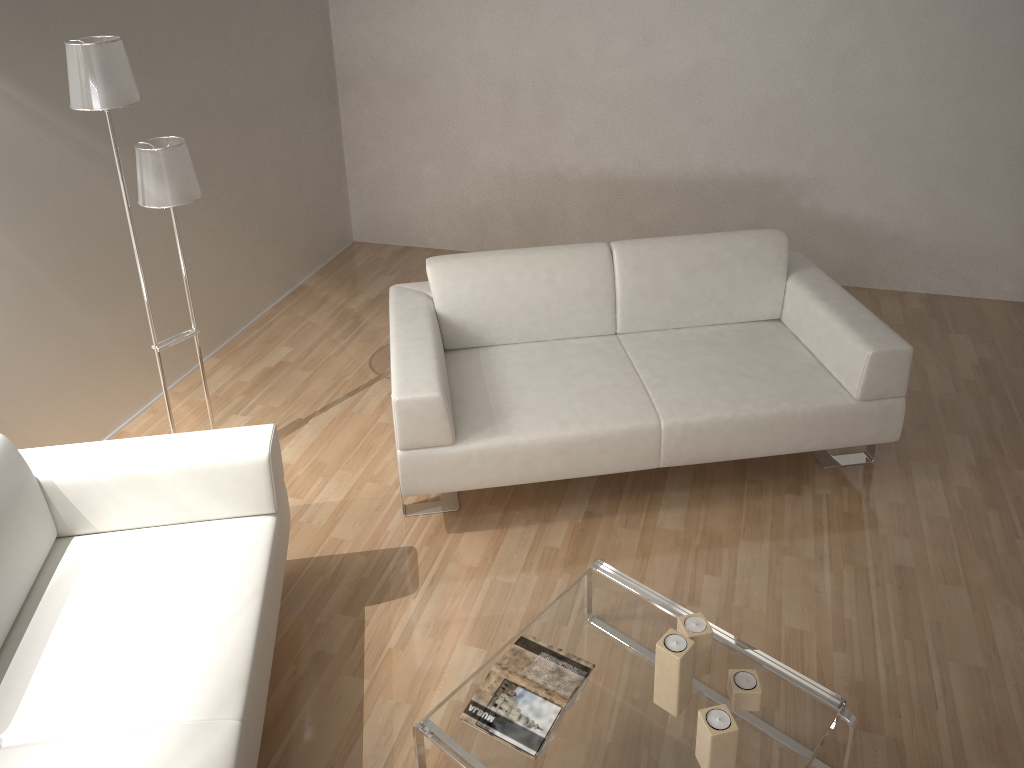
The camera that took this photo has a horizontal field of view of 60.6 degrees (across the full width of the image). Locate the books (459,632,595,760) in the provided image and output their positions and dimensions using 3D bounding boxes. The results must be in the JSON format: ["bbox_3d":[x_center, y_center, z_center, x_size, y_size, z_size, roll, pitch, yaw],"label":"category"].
[{"bbox_3d":[0.042,0.732,2.084,0.207,0.053,0.306,15,33,28],"label":"books"}]

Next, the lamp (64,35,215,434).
[{"bbox_3d":[-1.204,-0.361,3.035,0.213,1.573,0.379,15,29,34],"label":"lamp"}]

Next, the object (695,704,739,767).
[{"bbox_3d":[0.445,0.773,1.901,0.067,0.142,0.071,-7,25,-11],"label":"object"}]

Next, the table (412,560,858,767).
[{"bbox_3d":[0.292,0.876,2.109,0.816,0.235,0.726,22,37,37],"label":"table"}]

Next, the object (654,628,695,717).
[{"bbox_3d":[0.378,0.669,2.045,0.069,0.185,0.069,19,31,38],"label":"object"}]

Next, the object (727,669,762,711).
[{"bbox_3d":[0.549,0.717,2.067,0.067,0.070,0.071,-1,26,2],"label":"object"}]

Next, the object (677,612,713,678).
[{"bbox_3d":[0.446,0.635,2.144,0.067,0.142,0.071,-7,25,-11],"label":"object"}]

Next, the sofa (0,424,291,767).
[{"bbox_3d":[-1.027,0.787,1.870,0.907,0.696,1.893,-5,29,-6],"label":"sofa"}]

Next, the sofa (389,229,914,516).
[{"bbox_3d":[0.439,-0.093,3.352,1.784,0.697,0.962,-5,27,-7],"label":"sofa"}]
